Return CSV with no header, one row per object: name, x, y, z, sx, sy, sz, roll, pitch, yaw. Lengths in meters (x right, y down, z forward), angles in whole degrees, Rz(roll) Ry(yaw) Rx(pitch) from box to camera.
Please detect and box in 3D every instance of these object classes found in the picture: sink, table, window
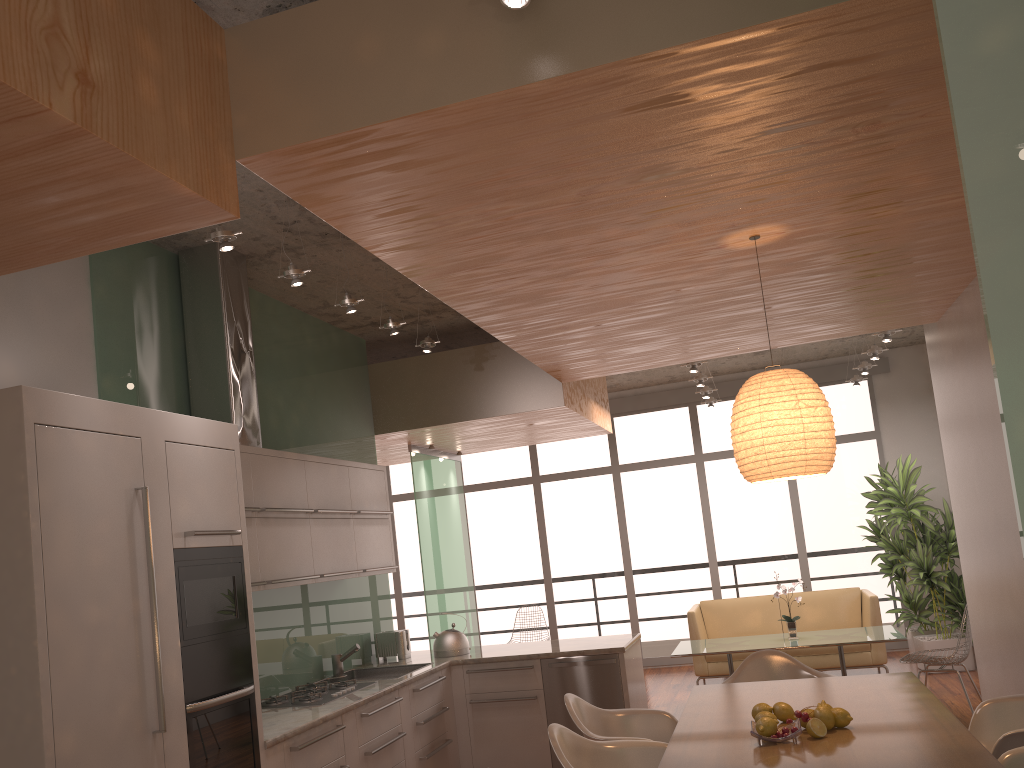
sink,-0.902,1.871,5.730,0.619,0.379,0.647,-9,-10,15
table,1.174,1.693,3.314,1.031,0.801,2.087,-9,-10,15
window,0.391,1.976,11.111,8.608,3.250,0.062,-9,-6,16
table,2.395,2.502,7.659,1.881,0.554,0.946,-9,-10,16

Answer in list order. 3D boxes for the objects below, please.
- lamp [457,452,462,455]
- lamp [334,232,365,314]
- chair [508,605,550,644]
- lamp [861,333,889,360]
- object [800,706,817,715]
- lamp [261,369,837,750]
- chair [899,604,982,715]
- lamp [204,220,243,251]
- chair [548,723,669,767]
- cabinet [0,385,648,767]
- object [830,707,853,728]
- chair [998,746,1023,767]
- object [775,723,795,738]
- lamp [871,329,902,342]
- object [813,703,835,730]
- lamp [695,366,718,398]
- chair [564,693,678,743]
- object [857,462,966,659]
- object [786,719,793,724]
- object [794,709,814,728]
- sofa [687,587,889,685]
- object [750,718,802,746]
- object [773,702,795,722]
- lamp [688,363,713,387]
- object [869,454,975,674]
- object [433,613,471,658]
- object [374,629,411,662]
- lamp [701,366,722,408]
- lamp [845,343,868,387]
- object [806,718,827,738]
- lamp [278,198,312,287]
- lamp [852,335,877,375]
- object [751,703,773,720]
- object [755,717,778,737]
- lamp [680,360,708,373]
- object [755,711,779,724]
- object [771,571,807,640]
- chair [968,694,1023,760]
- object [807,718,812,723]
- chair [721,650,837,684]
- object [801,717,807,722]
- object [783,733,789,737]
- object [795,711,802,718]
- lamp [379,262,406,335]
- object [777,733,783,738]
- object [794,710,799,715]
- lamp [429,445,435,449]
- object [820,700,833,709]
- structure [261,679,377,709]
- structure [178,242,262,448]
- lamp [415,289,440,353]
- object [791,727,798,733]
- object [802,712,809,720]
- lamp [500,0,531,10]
lamp,-0.545,0.478,8.795,0.102,0.466,0.155,-5,-6,-12
lamp,-0.885,-0.607,4.707,0.152,0.466,0.104,-5,-6,-17
chair,0.194,3.131,10.613,0.546,0.892,0.564,-8,-7,15
lamp,3.215,-0.454,7.884,0.198,0.478,0.135,-5,-6,-17
object,1.106,1.215,3.290,0.070,0.021,0.065,-2,-11,-24
lamp,0.136,0.999,5.071,3.234,1.334,3.088,-9,-10,15
chair,3.201,2.032,6.545,0.567,0.892,0.542,-11,-8,35
lamp,-1.197,-0.777,3.621,0.152,0.466,0.104,-5,-6,-17
chair,0.510,1.784,3.531,0.645,0.853,0.689,-8,-7,10
cabinet,-0.607,1.400,4.640,1.924,2.251,4.273,-8,-10,15
object,1.211,1.235,3.270,0.081,0.071,0.083,-7,-8,5
chair,1.854,1.495,2.789,0.644,0.853,0.690,-7,-7,5
object,0.991,1.252,3.184,0.092,0.042,0.077,-1,-11,-28
lamp,2.989,-0.577,7.099,0.198,0.478,0.135,-5,-6,-17
object,1.145,1.223,3.242,0.074,0.093,0.075,-10,-8,23
lamp,1.979,-0.091,9.088,0.198,0.478,0.135,-5,-6,-17
chair,0.618,1.904,4.234,0.645,0.853,0.689,-8,-7,10
object,4.289,1.816,9.252,1.092,2.085,0.965,-11,-8,33
object,1.064,1.296,3.384,0.026,0.026,0.024,-8,-8,15
object,1.114,1.254,3.305,0.083,0.074,0.080,-3,-9,-21
sofa,2.743,2.556,8.895,1.811,0.829,0.884,-9,-9,16
object,0.948,1.250,3.165,0.175,0.060,0.175,-9,-10,15
object,1.065,1.286,3.459,0.078,0.077,0.081,-5,-8,-10
lamp,1.753,-0.214,8.302,0.198,0.478,0.135,-5,-6,-17
object,4.117,1.713,8.600,0.976,2.085,1.081,-10,-7,28
object,-0.446,1.793,6.338,0.265,0.302,0.262,-11,-9,31
object,-0.867,1.913,6.464,0.238,0.200,0.154,-9,-8,15
lamp,2.205,0.032,9.873,0.198,0.478,0.135,-5,-6,-17
lamp,3.667,-0.209,9.455,0.198,0.478,0.135,-5,-6,-17
object,1.085,1.229,3.155,0.074,0.068,0.064,0,-10,-37
lamp,-1.042,-0.692,4.162,0.152,0.466,0.104,-5,-6,-17
lamp,3.441,-0.332,8.669,0.198,0.478,0.135,-5,-6,-17
object,0.990,1.302,3.496,0.078,0.077,0.081,-7,-8,1
object,0.914,1.232,3.169,0.082,0.071,0.081,-5,-8,-8
lamp,1.527,-0.336,7.517,0.198,0.478,0.135,-5,-6,-17
object,0.963,1.277,3.344,0.081,0.071,0.083,-7,-8,5
object,2.405,1.919,7.662,0.299,0.584,0.373,-7,-7,10
chair,2.158,1.616,3.611,0.646,0.853,0.688,-8,-8,15
object,1.095,1.236,3.236,0.026,0.026,0.024,-8,-8,15
chair,1.487,1.906,4.759,0.684,0.853,0.650,-6,-7,0
object,1.081,1.236,3.259,0.024,0.026,0.026,-6,-8,-4
object,0.973,1.251,3.131,0.026,0.026,0.025,2,-11,-45
object,1.065,1.229,3.281,0.024,0.026,0.026,1,-11,-42
lamp,-0.728,-0.522,5.252,0.152,0.466,0.104,-5,-6,-17
object,0.960,1.256,3.150,0.026,0.025,0.026,-13,-10,39
object,1.071,1.236,3.308,0.025,0.026,0.026,-4,-8,-17
lamp,-0.755,0.364,8.065,0.102,0.466,0.155,-5,-6,-12
object,1.180,1.243,3.326,0.073,0.099,0.073,0,-9,-39
structure,-1.131,1.756,5.029,0.492,0.038,0.681,-9,-11,15
structure,-1.591,-0.175,4.822,0.256,1.122,0.263,-8,-6,15
lamp,-0.572,-0.437,5.796,0.152,0.466,0.104,-5,-6,-17
object,1.008,1.236,3.149,0.026,0.026,0.023,-11,-9,28
object,1.079,1.221,3.247,0.024,0.026,0.026,-6,-8,-4
lamp,-0.007,-1.170,2.183,0.198,0.478,0.135,-5,-6,-17
